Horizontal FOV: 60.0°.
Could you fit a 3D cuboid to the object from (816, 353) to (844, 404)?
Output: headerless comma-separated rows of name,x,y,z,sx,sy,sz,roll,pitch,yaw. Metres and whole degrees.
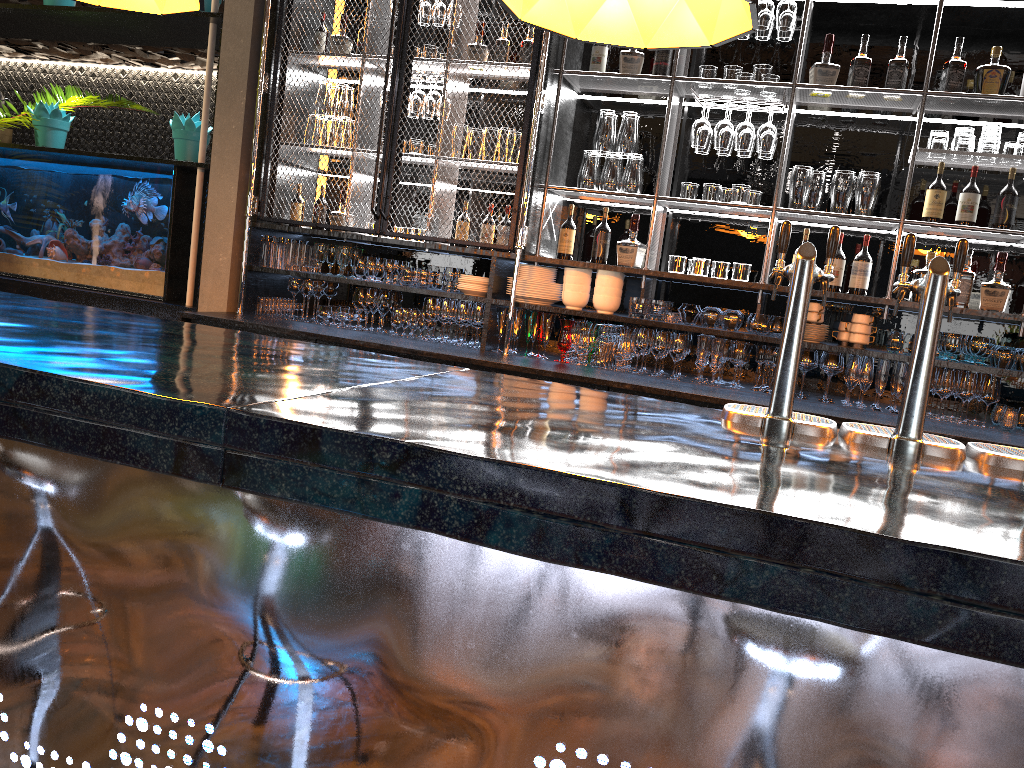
object,1.488,-0.027,4.154,0.108,0.227,0.108,6,7,-13

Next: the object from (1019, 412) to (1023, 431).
object,2.333,0.167,4.005,0.067,0.099,0.067,6,7,-11

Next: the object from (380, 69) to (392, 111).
object,-0.671,-1.596,4.820,0.081,0.213,0.081,10,7,22

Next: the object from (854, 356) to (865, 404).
object,1.721,-0.023,4.351,0.058,0.234,0.058,4,8,-29

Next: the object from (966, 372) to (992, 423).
object,2.201,0.063,4.174,0.091,0.229,0.091,9,7,14

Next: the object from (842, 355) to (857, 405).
object,1.605,-0.019,4.190,0.058,0.234,0.058,13,9,39

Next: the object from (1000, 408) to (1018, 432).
object,2.197,0.159,3.919,0.067,0.100,0.067,9,7,9

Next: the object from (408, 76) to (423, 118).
object,-0.537,-1.592,4.929,0.081,0.213,0.081,10,7,22

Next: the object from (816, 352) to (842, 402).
object,1.527,-0.035,4.266,0.108,0.227,0.108,5,7,-18

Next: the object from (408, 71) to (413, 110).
object,-0.580,-1.581,4.792,0.081,0.213,0.081,10,7,22

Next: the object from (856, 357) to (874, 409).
object,1.634,-0.005,4.102,0.058,0.234,0.058,10,7,20

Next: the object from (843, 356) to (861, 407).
object,1.577,-0.013,4.110,0.058,0.234,0.058,4,8,-30

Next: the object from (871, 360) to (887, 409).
object,1.716,0.004,4.128,0.049,0.231,0.049,11,7,25

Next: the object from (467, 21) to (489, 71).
object,-0.178,-1.805,4.732,0.108,0.244,0.108,8,7,5

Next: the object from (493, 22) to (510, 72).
object,-0.049,-1.785,4.691,0.073,0.246,0.072,8,7,2

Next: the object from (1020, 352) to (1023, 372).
object,2.266,-0.099,3.861,0.098,0.097,0.098,2,9,-39

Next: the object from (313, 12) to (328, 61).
object,-1.084,-1.974,5.035,0.075,0.260,0.075,4,7,-24

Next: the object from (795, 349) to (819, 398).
object,1.419,-0.053,4.298,0.108,0.227,0.108,7,7,-3

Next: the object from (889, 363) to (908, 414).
object,1.766,0.021,4.043,0.049,0.231,0.049,9,7,12

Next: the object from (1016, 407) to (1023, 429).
object,2.360,0.160,4.098,0.067,0.099,0.067,6,7,-11

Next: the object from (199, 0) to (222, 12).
object,-1.785,-2.233,5.122,0.265,0.325,0.245,9,7,10

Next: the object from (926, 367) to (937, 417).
object,1.926,0.032,4.138,0.091,0.229,0.091,13,8,37

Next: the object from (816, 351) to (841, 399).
object,1.564,-0.044,4.382,0.108,0.227,0.108,2,8,-37

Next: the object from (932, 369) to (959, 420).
object,2.017,0.047,4.110,0.091,0.229,0.091,2,9,-41

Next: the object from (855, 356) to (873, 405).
object,1.701,-0.017,4.274,0.058,0.234,0.058,7,7,-6

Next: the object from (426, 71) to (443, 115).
object,-0.413,-1.553,4.741,0.081,0.213,0.081,10,7,22

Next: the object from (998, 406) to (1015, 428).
object,2.245,0.153,4.022,0.067,0.100,0.067,9,7,9

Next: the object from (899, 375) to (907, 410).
object,1.927,0.018,4.256,0.091,0.229,0.091,2,8,-37

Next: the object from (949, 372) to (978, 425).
object,2.035,0.064,3.986,0.091,0.229,0.091,1,10,-45

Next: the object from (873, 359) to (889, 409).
object,1.741,0.001,4.184,0.049,0.231,0.049,2,8,-36

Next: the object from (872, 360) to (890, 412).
object,1.695,0.009,4.065,0.049,0.231,0.049,11,8,28

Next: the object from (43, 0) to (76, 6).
object,-2.770,-2.397,5.422,0.265,0.325,0.245,5,7,-19

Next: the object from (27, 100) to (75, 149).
object,-2.873,-1.604,5.516,0.265,0.325,0.245,5,7,-19

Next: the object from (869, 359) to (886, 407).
object,1.756,-0.005,4.247,0.049,0.231,0.049,8,7,6

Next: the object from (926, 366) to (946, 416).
object,2.014,0.032,4.230,0.091,0.229,0.091,5,7,-21

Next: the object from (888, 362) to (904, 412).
object,1.812,0.012,4.165,0.049,0.231,0.049,11,7,25

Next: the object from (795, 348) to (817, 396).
object,1.457,-0.062,4.414,0.108,0.227,0.108,1,9,-42

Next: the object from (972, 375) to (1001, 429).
object,2.125,0.079,3.956,0.091,0.229,0.091,6,7,-11

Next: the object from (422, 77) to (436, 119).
object,-0.455,-1.578,4.904,0.081,0.213,0.081,10,7,22

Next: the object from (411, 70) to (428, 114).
object,-0.499,-1.568,4.768,0.081,0.213,0.081,10,7,22

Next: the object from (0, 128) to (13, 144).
object,-3.490,-1.625,5.782,0.320,0.135,0.250,9,7,17

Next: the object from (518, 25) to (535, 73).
object,0.089,-1.763,4.650,0.073,0.246,0.072,12,8,32

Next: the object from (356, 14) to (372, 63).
object,-0.816,-1.927,4.928,0.075,0.261,0.075,4,7,-24

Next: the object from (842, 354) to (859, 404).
object,1.626,-0.025,4.260,0.058,0.234,0.058,6,7,-8

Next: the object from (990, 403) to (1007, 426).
object,2.269,0.143,4.130,0.067,0.100,0.067,9,7,9

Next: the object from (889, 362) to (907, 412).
object,1.787,0.016,4.104,0.049,0.231,0.049,10,7,21

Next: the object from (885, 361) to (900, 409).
object,1.820,0.006,4.224,0.049,0.231,0.049,10,7,19

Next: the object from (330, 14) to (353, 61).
object,-0.950,-1.938,4.954,0.108,0.244,0.108,8,7,5

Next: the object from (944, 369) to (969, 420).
object,2.105,0.048,4.200,0.091,0.229,0.091,6,7,-15

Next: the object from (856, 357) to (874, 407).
object,1.672,-0.010,4.190,0.058,0.234,0.058,2,9,-40

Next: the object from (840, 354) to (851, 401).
object,1.652,-0.031,4.340,0.058,0.234,0.058,10,7,19

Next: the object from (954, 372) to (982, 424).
object,2.106,0.062,4.081,0.091,0.229,0.091,9,7,10

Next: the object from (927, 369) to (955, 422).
object,1.949,0.049,4.013,0.091,0.229,0.091,4,7,-26

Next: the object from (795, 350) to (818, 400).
object,1.379,-0.045,4.186,0.108,0.227,0.108,8,7,8
